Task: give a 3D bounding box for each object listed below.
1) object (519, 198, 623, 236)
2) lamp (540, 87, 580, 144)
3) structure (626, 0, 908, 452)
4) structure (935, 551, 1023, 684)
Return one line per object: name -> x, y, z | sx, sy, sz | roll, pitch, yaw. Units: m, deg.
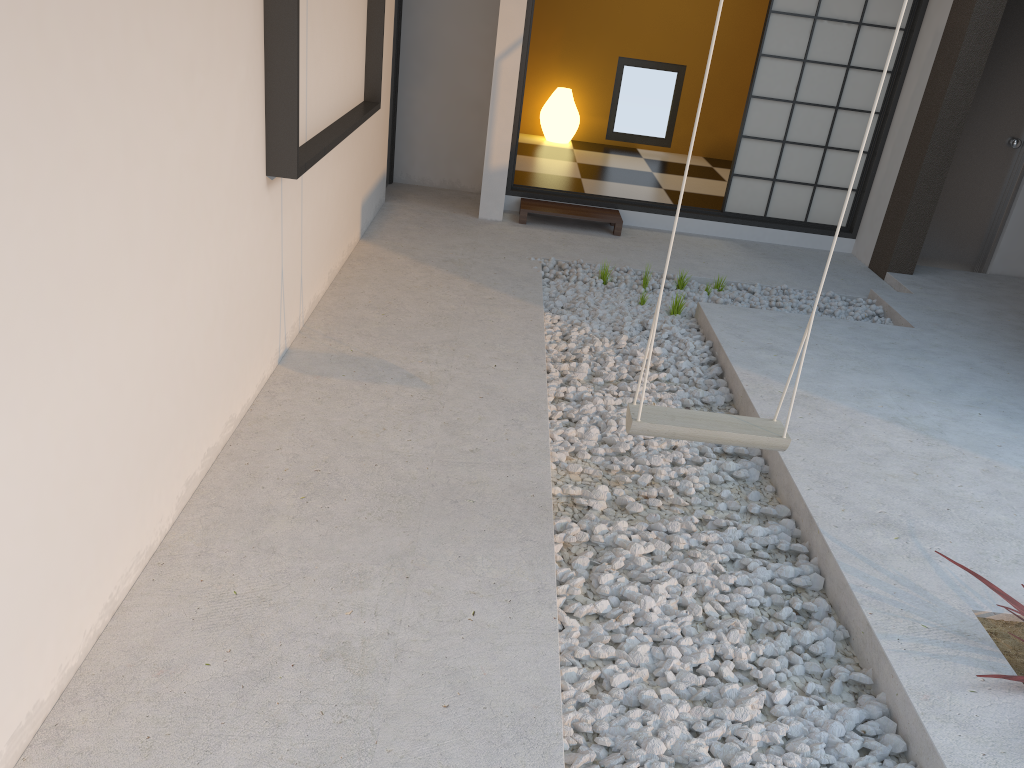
object -> 0.404, -1.168, 6.160 | 0.703, 0.105, 0.336 | 7, 25, -2
lamp -> 0.460, -2.562, 8.451 | 0.387, 0.520, 0.379 | 1, 27, -12
structure -> 0.676, -0.688, 2.157 | 0.462, 1.940, 0.124 | 6, 27, -2
structure -> 1.723, 0.737, 2.206 | 1.204, 0.304, 0.718 | 7, 25, -2
